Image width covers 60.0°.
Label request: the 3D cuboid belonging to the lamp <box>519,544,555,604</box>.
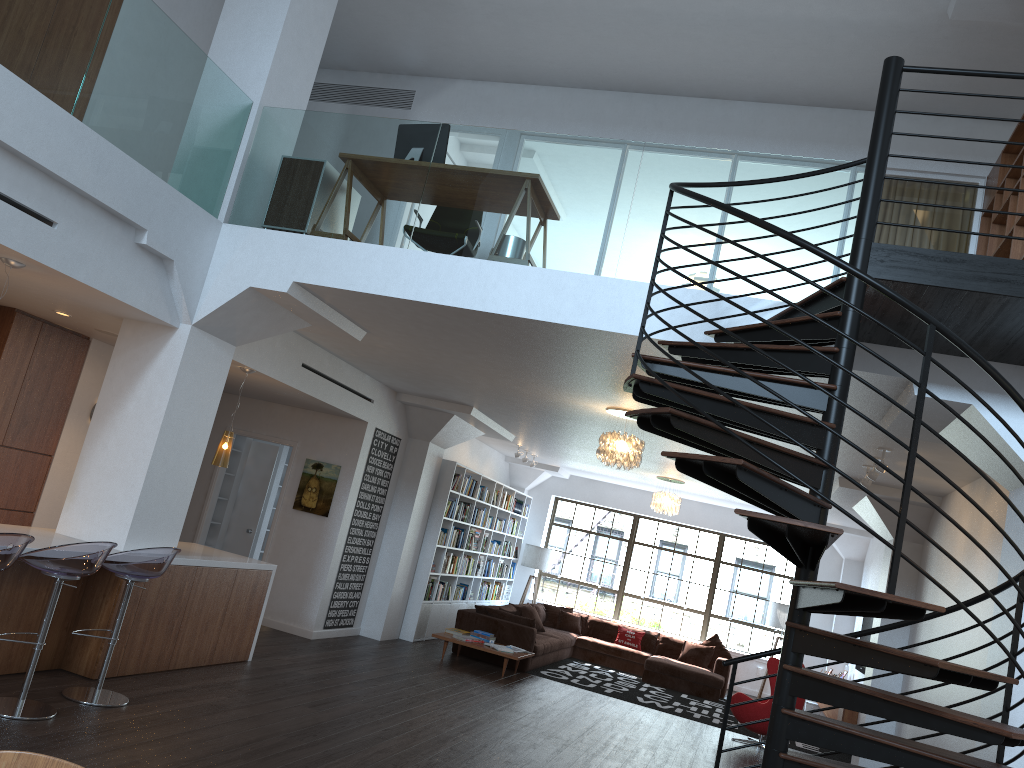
[{"bbox_3d":[0.334,3.701,15.894,0.545,1.579,0.545,12,-10,6],"label":"lamp"}]

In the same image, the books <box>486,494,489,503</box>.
[{"bbox_3d":[-0.434,1.745,13.744,0.128,0.178,0.021,10,-10,17],"label":"books"}]

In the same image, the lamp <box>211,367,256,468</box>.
[{"bbox_3d":[-2.491,0.299,7.937,0.149,0.900,0.149,19,-11,-27],"label":"lamp"}]

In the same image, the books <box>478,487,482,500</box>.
[{"bbox_3d":[-0.547,1.631,13.325,0.146,0.202,0.027,10,-10,17],"label":"books"}]

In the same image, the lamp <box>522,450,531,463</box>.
[{"bbox_3d":[0.223,1.153,14.053,0.120,0.211,0.111,18,-11,-23],"label":"lamp"}]

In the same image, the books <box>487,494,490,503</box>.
[{"bbox_3d":[-0.414,1.765,13.810,0.109,0.171,0.018,10,-10,17],"label":"books"}]

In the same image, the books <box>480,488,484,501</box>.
[{"bbox_3d":[-0.516,1.657,13.427,0.146,0.202,0.027,10,-10,17],"label":"books"}]

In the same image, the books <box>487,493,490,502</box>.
[{"bbox_3d":[-0.426,1.756,13.794,0.128,0.178,0.022,10,-10,17],"label":"books"}]

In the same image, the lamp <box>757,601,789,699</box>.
[{"bbox_3d":[4.367,4.417,14.540,0.545,1.579,0.545,8,-11,28],"label":"lamp"}]

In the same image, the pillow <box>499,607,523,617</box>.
[{"bbox_3d":[0.013,3.202,11.934,0.269,0.411,0.559,18,-11,-26],"label":"pillow"}]

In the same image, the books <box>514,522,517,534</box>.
[{"bbox_3d":[-0.021,2.516,15.564,0.183,0.253,0.034,10,-10,16],"label":"books"}]

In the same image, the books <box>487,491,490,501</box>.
[{"bbox_3d":[-0.433,1.747,13.771,0.134,0.184,0.030,10,-10,17],"label":"books"}]

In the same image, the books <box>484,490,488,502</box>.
[{"bbox_3d":[-0.462,1.712,13.636,0.139,0.191,0.036,10,-10,17],"label":"books"}]

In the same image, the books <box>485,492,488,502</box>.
[{"bbox_3d":[-0.454,1.718,13.676,0.136,0.196,0.045,10,-10,17],"label":"books"}]

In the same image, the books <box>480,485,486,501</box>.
[{"bbox_3d":[-0.495,1.661,13.510,0.140,0.231,0.042,10,-10,17],"label":"books"}]

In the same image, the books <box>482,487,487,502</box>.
[{"bbox_3d":[-0.488,1.674,13.558,0.158,0.226,0.052,10,-10,17],"label":"books"}]

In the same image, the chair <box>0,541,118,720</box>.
[{"bbox_3d":[-2.680,1.356,5.108,0.481,1.014,0.530,11,-10,15],"label":"chair"}]

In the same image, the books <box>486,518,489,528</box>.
[{"bbox_3d":[-0.438,2.178,13.964,0.120,0.167,0.020,10,-10,17],"label":"books"}]

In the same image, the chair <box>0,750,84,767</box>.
[{"bbox_3d":[-1.167,1.203,1.690,0.629,0.833,0.618,11,-10,12],"label":"chair"}]

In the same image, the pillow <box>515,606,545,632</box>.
[{"bbox_3d":[0.264,3.529,13.306,0.325,0.391,0.625,7,-12,33],"label":"pillow"}]

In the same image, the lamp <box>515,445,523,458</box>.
[{"bbox_3d":[0.096,1.038,13.577,0.120,0.211,0.111,21,-13,-38],"label":"lamp"}]

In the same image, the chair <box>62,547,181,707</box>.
[{"bbox_3d":[-2.522,1.499,5.701,0.481,1.014,0.530,10,-10,19],"label":"chair"}]

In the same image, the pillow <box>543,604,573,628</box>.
[{"bbox_3d":[0.787,3.902,14.796,0.580,0.418,0.334,15,-10,-10],"label":"pillow"}]

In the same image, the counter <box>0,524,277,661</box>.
[{"bbox_3d":[-2.772,1.247,4.152,3.039,0.860,8.182,15,-10,-12],"label":"counter"}]

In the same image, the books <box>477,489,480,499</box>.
[{"bbox_3d":[-0.558,1.630,13.263,0.128,0.178,0.021,10,-10,17],"label":"books"}]

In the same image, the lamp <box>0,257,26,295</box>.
[{"bbox_3d":[-2.004,-0.371,6.185,2.842,1.807,0.149,20,-12,-33],"label":"lamp"}]

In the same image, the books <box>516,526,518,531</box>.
[{"bbox_3d":[0.002,2.550,15.662,0.168,0.231,0.037,10,-10,16],"label":"books"}]

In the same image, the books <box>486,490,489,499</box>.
[{"bbox_3d":[-0.447,1.724,13.708,0.127,0.200,0.020,10,-10,17],"label":"books"}]

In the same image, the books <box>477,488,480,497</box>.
[{"bbox_3d":[-0.565,1.626,13.237,0.126,0.173,0.032,10,-10,17],"label":"books"}]

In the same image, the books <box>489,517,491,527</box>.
[{"bbox_3d":[-0.407,2.200,14.086,0.128,0.178,0.021,10,-10,17],"label":"books"}]

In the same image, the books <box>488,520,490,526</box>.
[{"bbox_3d":[-0.422,2.192,14.033,0.122,0.169,0.023,10,-10,17],"label":"books"}]

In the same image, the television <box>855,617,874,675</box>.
[{"bbox_3d":[4.861,3.551,12.185,0.013,0.816,1.324,10,-10,17],"label":"television"}]

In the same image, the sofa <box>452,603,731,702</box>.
[{"bbox_3d":[1.389,3.908,12.976,3.481,0.664,4.197,10,-10,17],"label":"sofa"}]

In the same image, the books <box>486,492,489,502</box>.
[{"bbox_3d":[-0.438,1.740,13.723,0.128,0.178,0.022,10,-10,17],"label":"books"}]

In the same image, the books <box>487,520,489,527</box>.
[{"bbox_3d":[-0.425,2.186,13.987,0.106,0.162,0.032,10,-10,17],"label":"books"}]

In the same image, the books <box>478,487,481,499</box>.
[{"bbox_3d":[-0.551,1.630,13.292,0.139,0.191,0.036,10,-10,17],"label":"books"}]

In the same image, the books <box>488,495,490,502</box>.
[{"bbox_3d":[-0.406,1.779,13.823,0.110,0.153,0.019,10,-10,17],"label":"books"}]

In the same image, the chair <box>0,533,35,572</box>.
[{"bbox_3d":[-2.855,1.208,4.513,0.481,1.014,0.530,11,-10,15],"label":"chair"}]

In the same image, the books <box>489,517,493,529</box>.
[{"bbox_3d":[-0.400,2.200,14.116,0.139,0.191,0.036,10,-10,17],"label":"books"}]

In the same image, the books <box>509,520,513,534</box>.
[{"bbox_3d":[-0.096,2.440,15.239,0.183,0.253,0.034,10,-10,16],"label":"books"}]

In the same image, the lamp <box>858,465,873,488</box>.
[{"bbox_3d":[3.330,0.870,8.327,0.120,0.211,0.111,21,-13,-38],"label":"lamp"}]

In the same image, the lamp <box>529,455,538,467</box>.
[{"bbox_3d":[0.353,1.271,14.541,0.120,0.211,0.111,15,-10,-8],"label":"lamp"}]

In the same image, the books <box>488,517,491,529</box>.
[{"bbox_3d":[-0.414,2.197,14.061,0.126,0.173,0.032,10,-10,17],"label":"books"}]

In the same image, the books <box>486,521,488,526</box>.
[{"bbox_3d":[-0.443,2.179,13.945,0.110,0.153,0.018,10,-10,17],"label":"books"}]

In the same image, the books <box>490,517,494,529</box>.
[{"bbox_3d":[-0.381,2.209,14.172,0.146,0.202,0.027,10,-10,17],"label":"books"}]

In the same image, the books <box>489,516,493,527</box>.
[{"bbox_3d":[-0.396,2.201,14.149,0.146,0.202,0.027,10,-10,17],"label":"books"}]

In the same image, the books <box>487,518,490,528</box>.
[{"bbox_3d":[-0.419,2.190,14.010,0.107,0.167,0.017,10,-10,17],"label":"books"}]

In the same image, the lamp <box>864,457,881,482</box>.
[{"bbox_3d":[3.203,0.755,7.851,0.120,0.211,0.111,18,-11,-23],"label":"lamp"}]

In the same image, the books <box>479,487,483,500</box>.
[{"bbox_3d":[-0.532,1.639,13.348,0.146,0.202,0.027,10,-10,17],"label":"books"}]

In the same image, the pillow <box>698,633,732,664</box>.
[{"bbox_3d":[3.172,4.270,14.170,0.651,0.587,0.335,14,-10,-4],"label":"pillow"}]

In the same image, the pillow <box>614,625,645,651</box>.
[{"bbox_3d":[1.921,4.151,14.483,0.465,0.308,0.220,11,-10,13],"label":"pillow"}]

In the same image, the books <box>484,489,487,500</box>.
[{"bbox_3d":[-0.472,1.683,13.603,0.140,0.231,0.042,10,-10,17],"label":"books"}]

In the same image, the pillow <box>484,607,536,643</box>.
[{"bbox_3d":[-0.027,3.188,11.665,0.750,0.364,0.289,10,-10,16],"label":"pillow"}]

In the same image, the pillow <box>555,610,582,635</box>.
[{"bbox_3d":[0.939,3.931,14.647,0.489,0.337,0.238,16,-10,-13],"label":"pillow"}]

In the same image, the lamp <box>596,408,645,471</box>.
[{"bbox_3d":[1.060,0.544,8.520,0.442,0.539,0.441,19,-11,-30],"label":"lamp"}]

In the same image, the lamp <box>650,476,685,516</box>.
[{"bbox_3d":[2.325,1.694,13.284,0.442,0.539,0.441,19,-11,-30],"label":"lamp"}]

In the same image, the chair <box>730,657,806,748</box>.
[{"bbox_3d":[2.878,3.550,9.978,0.801,1.006,0.798,4,-13,42],"label":"chair"}]

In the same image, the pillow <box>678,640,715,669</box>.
[{"bbox_3d":[2.918,4.276,14.061,0.542,0.362,0.248,6,-12,37],"label":"pillow"}]

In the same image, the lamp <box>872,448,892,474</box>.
[{"bbox_3d":[3.073,0.637,7.363,0.120,0.211,0.111,15,-10,-8],"label":"lamp"}]
